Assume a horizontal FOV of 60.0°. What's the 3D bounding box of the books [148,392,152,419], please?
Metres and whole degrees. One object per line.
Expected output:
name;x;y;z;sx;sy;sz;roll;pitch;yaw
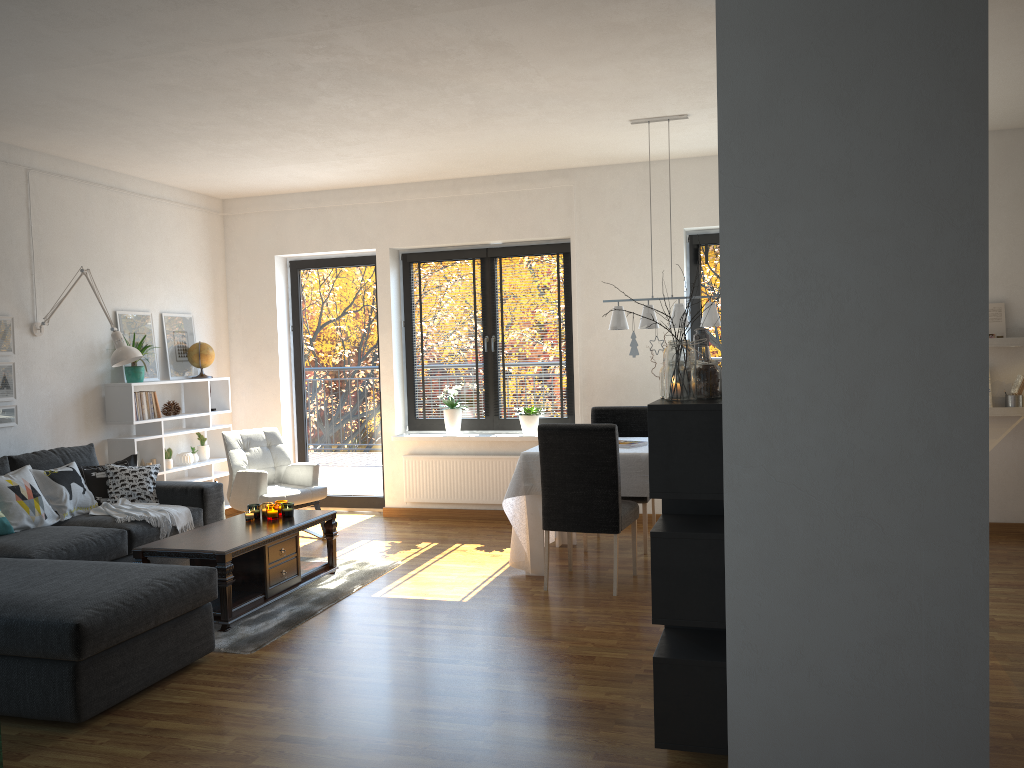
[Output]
books;-2.753;0.163;6.606;0.131;0.204;0.035;-1;3;17

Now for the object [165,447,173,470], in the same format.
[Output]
object;-2.632;0.568;6.758;0.087;0.173;0.088;0;3;33

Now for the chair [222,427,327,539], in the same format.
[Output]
chair;-1.809;0.768;6.692;0.685;0.832;0.545;1;4;42

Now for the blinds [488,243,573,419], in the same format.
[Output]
blinds;0.165;-0.421;7.282;0.710;1.423;0.049;-1;3;17

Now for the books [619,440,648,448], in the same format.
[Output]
books;0.694;0.379;5.618;0.278;0.022;0.204;0;3;43

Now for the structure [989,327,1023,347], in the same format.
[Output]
structure;3.220;-0.318;6.116;0.594;0.129;0.147;-1;3;17

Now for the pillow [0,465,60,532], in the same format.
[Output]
pillow;-2.831;0.677;5.111;0.285;0.369;0.436;-1;3;17

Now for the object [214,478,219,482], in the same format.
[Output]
object;-2.497;0.905;7.409;0.118;0.247;0.126;0;3;24

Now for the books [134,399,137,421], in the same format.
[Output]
books;-2.798;0.168;6.446;0.129;0.205;0.043;-1;3;17

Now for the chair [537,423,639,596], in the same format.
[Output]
chair;0.463;0.692;5.228;0.461;0.961;0.544;-1;3;22

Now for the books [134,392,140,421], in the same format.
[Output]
books;-2.787;0.165;6.483;0.129;0.209;0.035;-1;3;17

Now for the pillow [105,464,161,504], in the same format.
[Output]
pillow;-2.461;0.666;5.780;0.358;0.313;0.169;-3;3;-33

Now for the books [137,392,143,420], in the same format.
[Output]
books;-2.782;0.166;6.505;0.136;0.209;0.044;-1;3;17

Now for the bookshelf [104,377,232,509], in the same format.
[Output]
bookshelf;-2.645;0.570;6.972;0.237;1.201;1.189;-1;3;17

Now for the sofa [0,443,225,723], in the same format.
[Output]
sofa;-2.266;0.846;4.745;2.163;0.848;2.506;-1;2;17

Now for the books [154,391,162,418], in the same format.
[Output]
books;-2.724;0.157;6.692;0.132;0.204;0.070;-1;3;18

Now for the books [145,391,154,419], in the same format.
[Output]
books;-2.747;0.159;6.627;0.133;0.208;0.044;-1;3;17

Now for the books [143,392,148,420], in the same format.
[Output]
books;-2.767;0.163;6.558;0.135;0.208;0.048;-1;3;17

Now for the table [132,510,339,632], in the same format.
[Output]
table;-1.522;1.021;5.067;0.570;0.409;1.178;-1;2;17

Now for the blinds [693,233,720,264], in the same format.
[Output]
blinds;1.744;-1.046;6.771;0.710;0.230;0.049;-1;3;17

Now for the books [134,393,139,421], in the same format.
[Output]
books;-2.793;0.169;6.468;0.136;0.210;0.033;-1;3;17

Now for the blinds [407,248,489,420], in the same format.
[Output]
blinds;-0.527;-0.409;7.490;0.710;1.423;0.049;-1;3;17

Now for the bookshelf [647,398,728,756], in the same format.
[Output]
bookshelf;0.723;0.635;3.330;0.237;1.201;1.189;-1;3;17

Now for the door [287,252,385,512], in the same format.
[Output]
door;-1.512;-0.006;7.849;0.976;2.276;0.119;-1;3;17

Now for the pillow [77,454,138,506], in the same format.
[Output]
pillow;-2.650;0.655;5.777;0.234;0.358;0.449;1;3;43

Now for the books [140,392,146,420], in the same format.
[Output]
books;-2.770;0.163;6.529;0.133;0.210;0.044;-1;3;17

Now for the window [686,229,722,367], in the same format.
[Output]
window;2.119;-0.415;6.736;1.561;1.589;0.119;-1;3;17

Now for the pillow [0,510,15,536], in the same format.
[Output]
pillow;-2.930;0.677;4.774;0.273;0.340;0.414;-1;3;16

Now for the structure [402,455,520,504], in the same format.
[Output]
structure;-0.208;0.812;7.245;1.457;0.460;0.078;-1;3;15

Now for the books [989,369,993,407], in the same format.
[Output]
books;3.175;0.046;6.164;0.283;0.331;0.138;-1;3;14

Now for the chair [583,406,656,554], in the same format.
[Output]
chair;0.746;0.649;6.170;0.461;0.961;0.544;-1;3;17

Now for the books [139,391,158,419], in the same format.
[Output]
books;-2.737;0.158;6.662;0.128;0.211;0.061;-1;3;18

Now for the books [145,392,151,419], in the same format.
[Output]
books;-2.758;0.161;6.584;0.133;0.209;0.044;-1;3;16

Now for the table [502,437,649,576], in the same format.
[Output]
table;0.967;0.761;5.635;1.856;0.763;1.234;-1;2;17

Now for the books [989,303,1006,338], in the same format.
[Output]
books;3.211;-0.408;6.133;0.364;0.299;0.109;-1;3;17

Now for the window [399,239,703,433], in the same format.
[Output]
window;3.871;1.285;18.597;21.818;18.384;12.969;-4;4;-43

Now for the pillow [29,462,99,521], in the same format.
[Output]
pillow;-2.726;0.658;5.438;0.265;0.318;0.382;-1;3;17

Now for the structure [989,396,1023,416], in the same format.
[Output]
structure;3.234;0.155;6.140;0.594;0.129;0.147;-1;3;17
